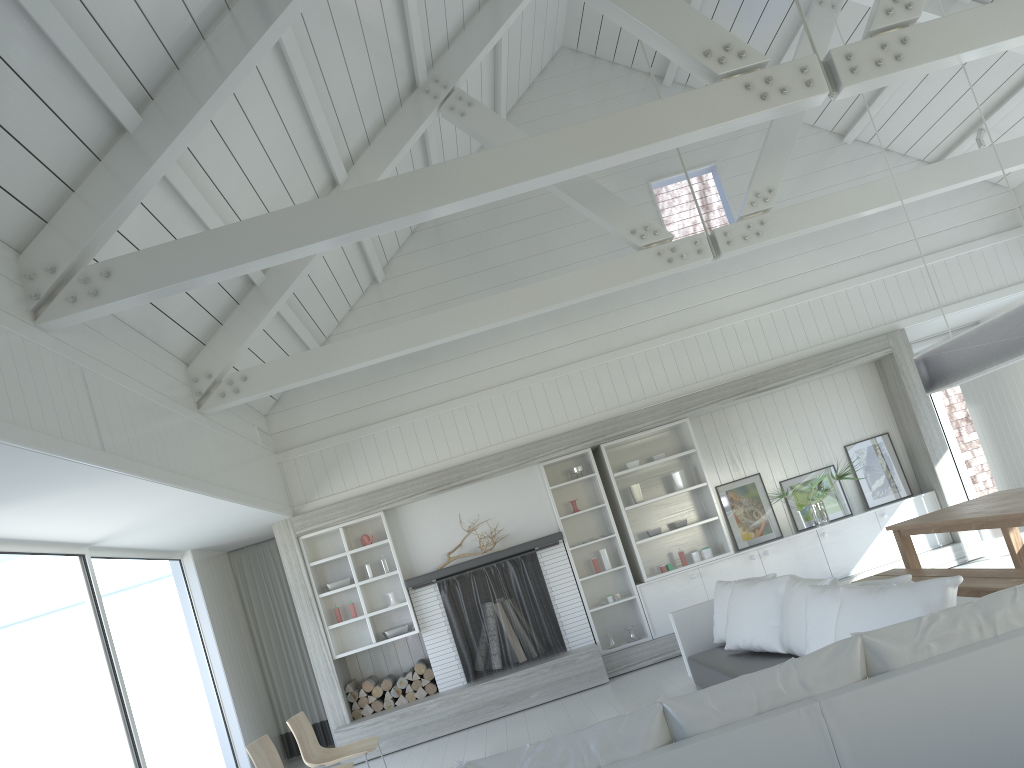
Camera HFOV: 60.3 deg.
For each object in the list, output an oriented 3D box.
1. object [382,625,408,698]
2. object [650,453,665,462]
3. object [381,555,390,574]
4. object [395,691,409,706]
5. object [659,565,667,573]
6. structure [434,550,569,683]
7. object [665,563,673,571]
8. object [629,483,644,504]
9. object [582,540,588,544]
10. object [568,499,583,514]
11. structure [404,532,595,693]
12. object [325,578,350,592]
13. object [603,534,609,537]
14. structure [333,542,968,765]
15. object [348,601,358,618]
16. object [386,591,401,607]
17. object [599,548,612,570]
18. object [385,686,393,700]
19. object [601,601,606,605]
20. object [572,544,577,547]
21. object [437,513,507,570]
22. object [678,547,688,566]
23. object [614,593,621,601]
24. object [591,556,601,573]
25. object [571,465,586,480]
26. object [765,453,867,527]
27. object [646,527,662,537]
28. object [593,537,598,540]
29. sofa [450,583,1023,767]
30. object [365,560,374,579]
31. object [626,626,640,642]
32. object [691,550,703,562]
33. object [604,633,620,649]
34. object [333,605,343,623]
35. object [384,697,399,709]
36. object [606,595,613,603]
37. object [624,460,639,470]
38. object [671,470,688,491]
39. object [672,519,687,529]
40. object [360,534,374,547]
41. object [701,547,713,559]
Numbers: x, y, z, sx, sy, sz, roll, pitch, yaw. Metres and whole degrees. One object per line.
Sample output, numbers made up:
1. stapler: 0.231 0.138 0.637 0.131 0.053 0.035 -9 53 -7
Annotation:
1. object: -1.154 2.780 8.836 0.338 0.637 0.625 -15 -8 -19
2. object: 1.524 0.774 9.171 0.141 0.065 0.143 -17 -10 -4
3. object: -1.263 1.793 8.770 0.054 0.194 0.055 -17 -6 -3
4. object: -1.083 3.156 8.852 0.134 0.145 0.556 -17 -11 -5
5. object: 1.527 1.866 8.907 0.054 0.070 0.055 -14 -8 -25
6. structure: -0.098 2.272 8.609 1.095 1.053 0.118 -17 -5 -3
7. object: 1.594 1.856 8.936 0.058 0.060 0.059 -14 -9 -26
8. object: 1.272 1.122 8.986 0.102 0.195 0.104 -17 -6 -4
9. object: 0.740 1.599 8.916 0.054 0.025 0.055 -17 -10 -4
10. object: 0.639 1.249 8.964 0.140 0.129 0.136 -24 -11 38
11. structure: -0.099 2.367 8.960 1.614 1.274 0.870 -17 -7 -3
12. object: -1.723 2.000 8.755 0.240 0.072 0.247 -14 -11 -18
13. object: 0.964 1.553 9.036 0.054 0.025 0.055 -17 -10 -4
14. structure: 1.401 2.662 9.264 6.338 0.343 1.908 -17 -11 -3
15. object: -1.579 2.219 8.721 0.054 0.194 0.055 -17 -6 -3
16. object: -1.183 2.132 8.735 0.136 0.129 0.140 -15 -9 -16
17. object: 0.945 1.774 8.918 0.072 0.209 0.072 -17 -6 -4
18. object: -1.224 3.086 8.826 0.080 0.079 0.485 -17 -11 -6
19. object: 0.921 2.209 8.879 0.054 0.025 0.055 -17 -10 -4
20. object: 0.628 1.622 8.856 0.054 0.025 0.055 -17 -10 -4
21. object: -0.374 1.474 8.679 0.774 0.497 0.468 -11 -10 -34
22. object: 1.724 1.745 8.940 0.054 0.194 0.055 -17 -6 -5
23. object: 1.060 2.147 8.886 0.058 0.060 0.058 -17 -8 -4
24. object: 0.845 1.812 8.915 0.054 0.194 0.055 -17 -6 -5
25. object: 0.677 0.905 8.972 0.164 0.123 0.161 -22 -10 28
26. object: 3.101 1.097 8.841 0.968 0.623 0.631 -17 -8 -6
27. object: 1.446 1.506 8.951 0.141 0.065 0.143 -17 -10 -4
28. object: 0.852 1.576 8.976 0.054 0.025 0.055 -17 -10 -4
29. sofa: 0.451 1.897 5.001 3.470 0.730 4.193 -17 -11 -4
30. object: -1.421 1.842 8.762 0.054 0.194 0.055 -17 -6 -3
31. object: 1.204 2.506 8.849 0.140 0.129 0.136 -24 -11 38
32. object: 1.887 1.756 8.981 0.093 0.095 0.089 -22 -9 30
33. object: 0.995 2.570 8.838 0.140 0.129 0.136 -24 -11 38
34. object: -1.724 2.263 8.713 0.054 0.194 0.055 -17 -6 -3
35. object: -1.215 3.160 8.840 0.105 0.114 0.525 -17 -11 -5
36. object: 0.987 2.164 8.884 0.054 0.070 0.055 -17 -7 -5
37. object: 1.232 0.834 9.015 0.141 0.065 0.143 -17 -10 -4
38. object: 1.719 0.986 9.009 0.105 0.195 0.101 -23 -8 41
39. object: 1.738 1.445 9.108 0.141 0.065 0.143 -17 -10 -4
40. object: -1.447 1.554 8.781 0.236 0.125 0.058 -26 -10 41
41. object: 1.976 1.706 8.918 0.087 0.110 0.085 -22 -9 31
